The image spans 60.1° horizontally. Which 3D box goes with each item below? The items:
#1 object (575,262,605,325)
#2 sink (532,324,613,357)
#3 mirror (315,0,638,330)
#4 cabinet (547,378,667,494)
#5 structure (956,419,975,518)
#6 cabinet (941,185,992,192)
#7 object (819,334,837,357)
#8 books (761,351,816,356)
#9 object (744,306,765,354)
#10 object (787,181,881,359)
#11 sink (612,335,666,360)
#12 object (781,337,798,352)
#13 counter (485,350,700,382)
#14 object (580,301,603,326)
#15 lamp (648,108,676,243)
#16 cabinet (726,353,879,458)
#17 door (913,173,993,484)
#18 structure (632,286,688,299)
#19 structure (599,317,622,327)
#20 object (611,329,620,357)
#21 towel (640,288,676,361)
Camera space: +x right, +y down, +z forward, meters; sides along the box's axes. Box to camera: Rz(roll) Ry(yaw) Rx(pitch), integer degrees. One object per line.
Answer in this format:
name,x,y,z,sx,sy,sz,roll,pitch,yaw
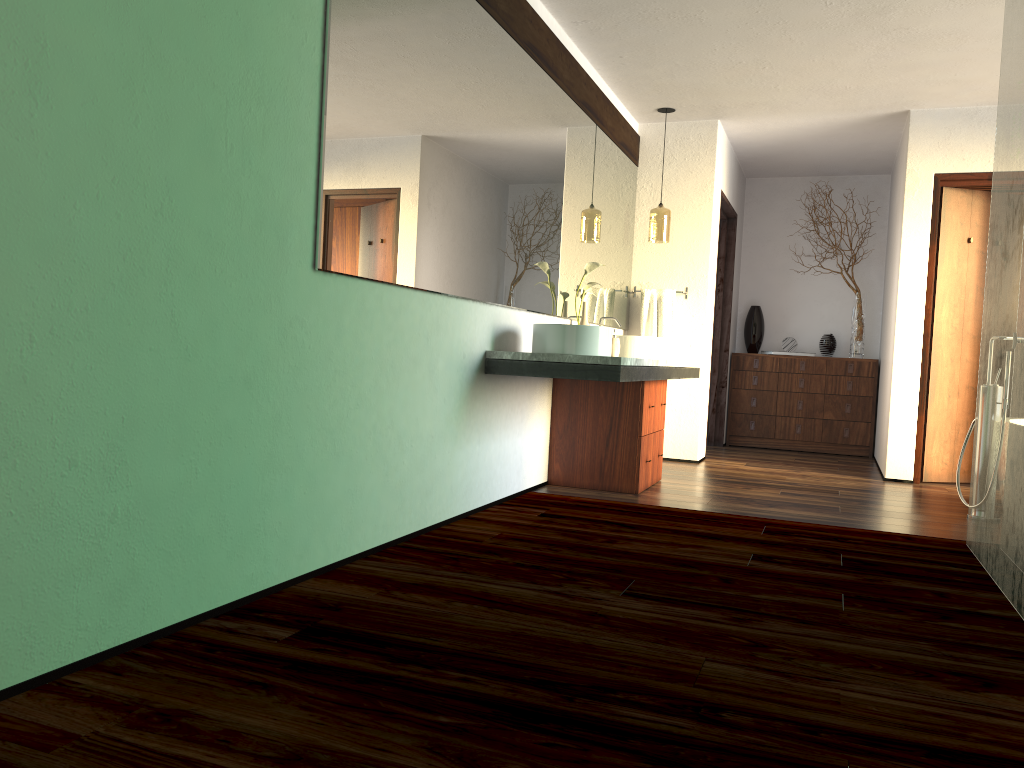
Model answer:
object,0.392,-0.405,4.842,0.188,0.504,0.243,3,2,-1
sink,0.270,-0.197,3.996,0.364,0.131,0.350,4,2,24
mirror,0.162,-0.927,4.379,0.017,1.152,4.010,4,2,20
cabinet,0.556,0.250,4.934,0.521,0.599,0.648,4,2,21
structure,2.341,0.213,4.355,0.239,0.897,0.282,2,2,-29
cabinet,3.808,-0.525,6.681,1.509,2.364,0.352,4,2,22
object,2.663,-0.325,7.465,0.136,0.200,0.141,2,2,-25
books,2.420,-0.256,7.573,0.496,0.034,0.247,3,2,-3
object,2.104,-0.470,7.691,0.174,0.417,0.166,4,2,34
object,2.615,-0.951,7.360,0.717,1.450,0.841,2,2,-26
sink,0.726,-0.215,5.244,0.357,0.131,0.357,3,2,-1
object,2.377,-0.337,7.583,0.133,0.131,0.129,4,2,17
counter,0.543,-0.091,4.723,0.597,0.101,2.221,4,2,20
object,0.443,-0.304,4.906,0.117,0.305,0.246,1,3,-43
lamp,0.999,-1.377,5.872,0.136,0.867,0.141,2,2,-26
cabinet,2.451,0.165,7.514,1.159,0.800,0.396,4,2,22
door,3.009,-0.321,5.645,0.743,1.947,0.456,4,2,21
structure,1.024,-0.638,6.146,0.376,0.088,0.100,4,2,22
structure,0.564,-0.280,5.278,0.168,0.242,0.065,4,2,25
object,0.566,-0.226,4.919,0.071,0.158,0.070,3,2,4
towel,0.997,-0.338,6.097,0.264,0.636,0.157,5,3,39
